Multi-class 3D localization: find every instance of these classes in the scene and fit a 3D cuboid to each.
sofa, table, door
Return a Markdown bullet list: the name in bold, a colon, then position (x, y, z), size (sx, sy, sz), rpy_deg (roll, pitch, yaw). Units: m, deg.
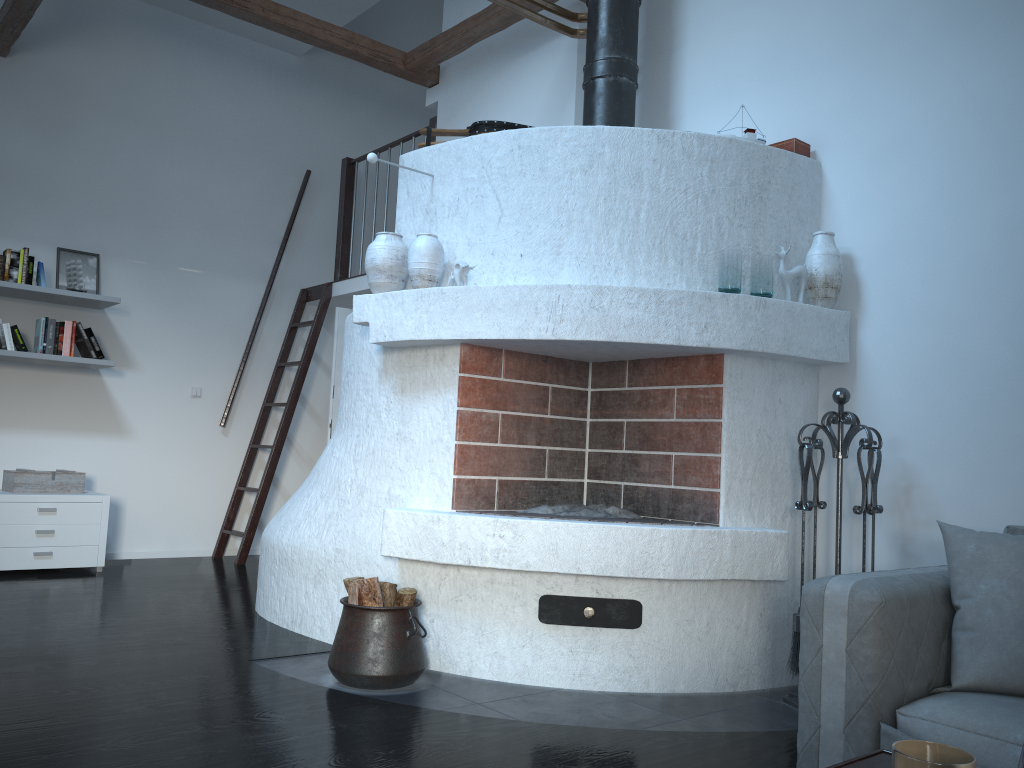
- **sofa**: position (1.989, 0.776, 1.925), size (1.107, 0.770, 2.458), rpy_deg (7, -6, -39)
- **table**: position (0.668, 0.755, 0.821), size (0.471, 0.492, 0.962), rpy_deg (7, -6, -39)
- **door**: position (-0.709, 0.420, 7.249), size (1.433, 2.074, 0.698), rpy_deg (2, -5, 10)

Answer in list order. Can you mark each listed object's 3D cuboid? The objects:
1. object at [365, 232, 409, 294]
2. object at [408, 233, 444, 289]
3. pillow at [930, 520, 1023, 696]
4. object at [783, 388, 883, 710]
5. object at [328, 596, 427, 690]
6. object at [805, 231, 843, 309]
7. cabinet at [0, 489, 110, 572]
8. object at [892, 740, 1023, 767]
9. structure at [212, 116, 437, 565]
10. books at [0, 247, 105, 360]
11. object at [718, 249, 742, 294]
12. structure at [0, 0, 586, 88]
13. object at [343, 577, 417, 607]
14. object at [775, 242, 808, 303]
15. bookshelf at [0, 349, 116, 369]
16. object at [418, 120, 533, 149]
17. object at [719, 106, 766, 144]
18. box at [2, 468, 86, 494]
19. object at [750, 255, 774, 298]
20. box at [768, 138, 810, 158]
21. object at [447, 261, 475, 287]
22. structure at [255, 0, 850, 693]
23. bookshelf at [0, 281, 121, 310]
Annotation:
- **object**: position (-0.566, -0.524, 4.026), size (0.203, 0.314, 0.203), rpy_deg (0, -6, 34)
- **object**: position (-0.375, -0.510, 3.846), size (0.158, 0.274, 0.158), rpy_deg (3, -5, -1)
- **pillow**: position (1.936, 0.591, 1.862), size (0.444, 0.515, 2.075), rpy_deg (7, -6, -40)
- **object**: position (1.279, 0.633, 3.474), size (0.376, 1.245, 0.376), rpy_deg (0, -5, 30)
- **object**: position (-0.527, 1.015, 3.510), size (0.384, 0.313, 0.384), rpy_deg (4, -5, -13)
- **object**: position (1.347, -0.472, 3.843), size (0.165, 0.368, 0.165), rpy_deg (1, -5, 22)
- **cabinet**: position (-3.461, 0.945, 5.695), size (1.469, 0.507, 0.638), rpy_deg (7, -6, -39)
- **object**: position (0.638, 0.455, 0.958), size (0.215, 0.138, 0.413), rpy_deg (5, -5, -28)
- **structure**: position (-1.422, -0.254, 6.638), size (0.781, 3.267, 1.897), rpy_deg (7, -6, -39)
- **books**: position (-3.399, -0.114, 5.795), size (0.393, 1.622, 1.387), rpy_deg (-2, -7, 45)
- **object**: position (0.893, -0.452, 3.632), size (0.092, 0.180, 0.092), rpy_deg (4, -5, -12)
- **structure**: position (-3.449, -2.887, 1.942), size (15.910, 3.562, 10.230), rpy_deg (6, -6, -34)
- **object**: position (-0.545, 0.931, 3.515), size (0.270, 0.370, 0.240), rpy_deg (7, -6, -40)
- **object**: position (1.181, -0.465, 3.758), size (0.150, 0.258, 0.081), rpy_deg (3, -5, -6)
- **bookshelf**: position (-3.464, -0.199, 5.861), size (1.471, 0.038, 0.478), rpy_deg (7, -6, -39)
- **object**: position (-0.041, -1.134, 4.034), size (0.783, 0.094, 0.311), rpy_deg (-1, -6, 36)
- **object**: position (1.035, -1.151, 3.987), size (0.231, 0.221, 0.066), rpy_deg (4, -5, -9)
- **box**: position (-3.144, 0.652, 5.964), size (0.441, 0.150, 0.258), rpy_deg (7, -7, -44)
- **object**: position (1.042, -0.440, 3.695), size (0.092, 0.180, 0.092), rpy_deg (4, -5, -17)
- **box**: position (1.244, -1.058, 4.105), size (0.127, 0.078, 0.229), rpy_deg (7, -6, -39)
- **object**: position (-0.216, -0.464, 3.750), size (0.064, 0.114, 0.161), rpy_deg (6, -6, -37)
- **structure**: position (0.457, -1.008, 5.034), size (3.049, 4.752, 3.058), rpy_deg (6, -5, -31)
- **bookshelf**: position (-3.443, -0.639, 5.897), size (1.471, 0.038, 0.478), rpy_deg (7, -6, -39)
